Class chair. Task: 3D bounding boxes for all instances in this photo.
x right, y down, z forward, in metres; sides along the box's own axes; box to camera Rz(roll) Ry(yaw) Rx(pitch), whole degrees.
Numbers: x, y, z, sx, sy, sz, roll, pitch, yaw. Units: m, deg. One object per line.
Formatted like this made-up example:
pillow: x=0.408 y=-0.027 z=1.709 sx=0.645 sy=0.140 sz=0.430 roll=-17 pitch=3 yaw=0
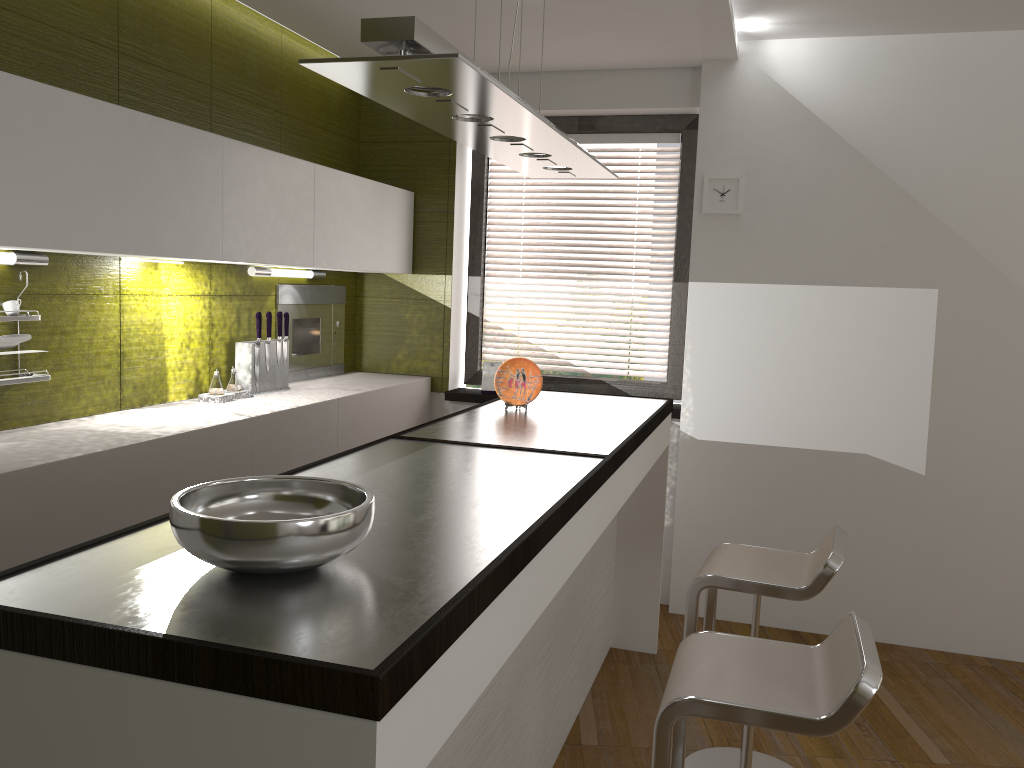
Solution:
chair: x=0.795 y=0.881 z=2.845 sx=0.460 sy=0.857 sz=0.418 roll=5 pitch=7 yaw=22
chair: x=0.554 y=0.958 z=2.037 sx=0.460 sy=0.857 sz=0.418 roll=4 pitch=6 yaw=17

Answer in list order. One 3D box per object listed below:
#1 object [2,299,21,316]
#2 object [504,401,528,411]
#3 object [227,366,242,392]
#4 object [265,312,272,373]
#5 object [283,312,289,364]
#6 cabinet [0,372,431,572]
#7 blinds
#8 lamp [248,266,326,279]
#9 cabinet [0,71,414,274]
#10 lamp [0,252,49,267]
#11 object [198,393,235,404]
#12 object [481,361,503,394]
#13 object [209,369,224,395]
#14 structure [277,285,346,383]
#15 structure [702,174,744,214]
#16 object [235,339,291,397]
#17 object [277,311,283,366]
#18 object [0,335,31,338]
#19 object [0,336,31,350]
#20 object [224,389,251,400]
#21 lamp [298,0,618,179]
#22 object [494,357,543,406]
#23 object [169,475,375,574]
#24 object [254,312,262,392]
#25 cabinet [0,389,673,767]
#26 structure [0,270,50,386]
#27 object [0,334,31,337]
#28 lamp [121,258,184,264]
object: x=-1.485 y=-0.226 z=2.627 sx=0.046 sy=0.053 sz=0.051 roll=-3 pitch=8 yaw=-42
object: x=0.023 y=0.029 z=3.299 sx=0.088 sy=0.131 sz=0.072 roll=4 pitch=6 yaw=11
object: x=-1.141 y=-0.012 z=3.640 sx=0.059 sy=0.121 sz=0.059 roll=1 pitch=6 yaw=-16
object: x=-1.041 y=-0.177 z=3.781 sx=0.013 sy=0.264 sz=0.042 roll=4 pitch=6 yaw=16
object: x=-1.000 y=-0.201 z=3.913 sx=0.013 sy=0.231 sz=0.040 roll=4 pitch=6 yaw=16
cabinet: x=-1.100 y=0.620 z=3.496 sx=0.465 sy=1.086 sz=2.940 roll=4 pitch=6 yaw=16
blinds: x=-1.474 y=-3.643 z=8.067 sx=16.000 sy=12.704 sz=9.030 roll=-2 pitch=7 yaw=-34
lamp: x=-1.029 y=-0.513 z=4.112 sx=0.095 sy=0.041 sz=0.716 roll=4 pitch=6 yaw=16
cabinet: x=-1.273 y=0.137 z=3.223 sx=0.724 sy=2.089 sz=3.471 roll=4 pitch=6 yaw=16
lamp: x=-1.564 y=-0.353 z=2.427 sx=0.041 sy=0.041 sz=0.715 roll=4 pitch=6 yaw=16
object: x=-1.171 y=0.056 z=3.511 sx=0.107 sy=0.032 sz=0.107 roll=4 pitch=6 yaw=17
object: x=-0.104 y=-0.034 z=4.714 sx=0.106 sy=0.169 sz=0.057 roll=3 pitch=6 yaw=11
object: x=-1.168 y=0.001 z=3.505 sx=0.059 sy=0.121 sz=0.059 roll=-1 pitch=7 yaw=-28
structure: x=-0.991 y=-0.255 z=4.429 sx=0.015 sy=0.469 sz=0.663 roll=4 pitch=6 yaw=16
structure: x=0.988 y=-0.889 z=4.157 sx=0.180 sy=0.180 sz=0.026 roll=4 pitch=6 yaw=16
object: x=-1.076 y=-0.072 z=3.831 sx=0.107 sy=0.227 sz=0.293 roll=4 pitch=6 yaw=16
object: x=-1.015 y=-0.195 z=3.865 sx=0.013 sy=0.243 sz=0.036 roll=4 pitch=6 yaw=16
object: x=-1.475 y=-0.118 z=2.536 sx=0.173 sy=0.052 sz=0.181 roll=4 pitch=6 yaw=16
object: x=-1.474 y=-0.115 z=2.536 sx=0.173 sy=0.052 sz=0.181 roll=4 pitch=6 yaw=16
object: x=-1.143 y=0.042 z=3.646 sx=0.107 sy=0.032 sz=0.107 roll=6 pitch=7 yaw=28
lamp: x=0.002 y=-1.013 z=2.410 sx=0.326 sy=0.683 sz=1.677 roll=4 pitch=6 yaw=16
object: x=0.024 y=-0.009 z=3.296 sx=0.184 sy=0.178 sz=0.055 roll=4 pitch=6 yaw=13
object: x=-0.376 y=0.229 z=1.406 sx=0.311 sy=0.105 sz=0.311 roll=6 pitch=7 yaw=29
object: x=-1.065 y=-0.132 z=3.710 sx=0.013 sy=0.339 sz=0.046 roll=4 pitch=6 yaw=16
cabinet: x=-0.067 y=0.737 z=2.560 sx=0.663 sy=1.134 sz=2.947 roll=4 pitch=6 yaw=16
structure: x=-1.490 y=-0.160 z=2.589 sx=0.110 sy=0.346 sz=0.266 roll=4 pitch=6 yaw=16
object: x=-1.476 y=-0.121 z=2.536 sx=0.173 sy=0.052 sz=0.181 roll=4 pitch=6 yaw=16
lamp: x=-1.323 y=-0.454 z=3.278 sx=0.008 sy=0.008 sz=0.334 roll=4 pitch=6 yaw=16
